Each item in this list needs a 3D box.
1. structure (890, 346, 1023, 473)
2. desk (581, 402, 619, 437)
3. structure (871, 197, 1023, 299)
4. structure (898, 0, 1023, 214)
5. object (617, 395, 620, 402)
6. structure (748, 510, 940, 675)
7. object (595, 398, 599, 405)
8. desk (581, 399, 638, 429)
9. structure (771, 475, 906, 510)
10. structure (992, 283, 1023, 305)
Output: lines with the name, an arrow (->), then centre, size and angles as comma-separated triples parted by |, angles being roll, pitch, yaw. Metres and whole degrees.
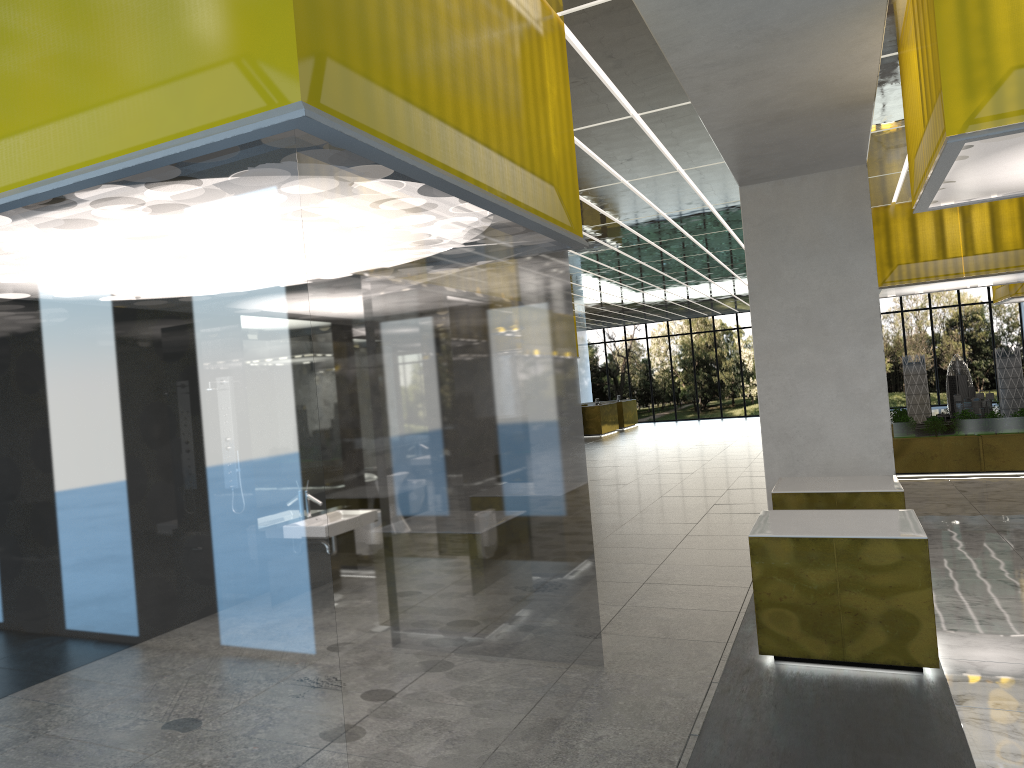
structure -> 10.666, 0.504, 20.232 | 4.040, 2.571, 4.937 | -5, 0, 24
desk -> 3.466, 1.877, 43.932 | 3.360, 1.508, 3.339 | -5, 0, 25
structure -> 9.844, -3.336, 19.162 | 3.400, 2.269, 3.109 | -5, -1, 25
structure -> 5.111, -3.039, 6.853 | 3.399, 2.269, 3.109 | -5, -1, 25
object -> 5.876, 0.988, 47.788 | 0.575, 0.667, 0.719 | -5, -1, 24
structure -> 3.004, 1.847, 7.814 | 1.426, 1.173, 1.384 | -5, -1, 25
object -> 4.217, 1.092, 43.472 | 0.575, 0.667, 0.719 | -5, -1, 24
desk -> 5.111, 1.774, 48.210 | 3.360, 1.508, 3.339 | -5, 0, 25
structure -> 3.975, 1.786, 10.342 | 1.426, 1.173, 1.384 | -5, -1, 25
structure -> 16.954, -3.859, 26.331 | 3.400, 2.269, 2.988 | -5, -1, 25
